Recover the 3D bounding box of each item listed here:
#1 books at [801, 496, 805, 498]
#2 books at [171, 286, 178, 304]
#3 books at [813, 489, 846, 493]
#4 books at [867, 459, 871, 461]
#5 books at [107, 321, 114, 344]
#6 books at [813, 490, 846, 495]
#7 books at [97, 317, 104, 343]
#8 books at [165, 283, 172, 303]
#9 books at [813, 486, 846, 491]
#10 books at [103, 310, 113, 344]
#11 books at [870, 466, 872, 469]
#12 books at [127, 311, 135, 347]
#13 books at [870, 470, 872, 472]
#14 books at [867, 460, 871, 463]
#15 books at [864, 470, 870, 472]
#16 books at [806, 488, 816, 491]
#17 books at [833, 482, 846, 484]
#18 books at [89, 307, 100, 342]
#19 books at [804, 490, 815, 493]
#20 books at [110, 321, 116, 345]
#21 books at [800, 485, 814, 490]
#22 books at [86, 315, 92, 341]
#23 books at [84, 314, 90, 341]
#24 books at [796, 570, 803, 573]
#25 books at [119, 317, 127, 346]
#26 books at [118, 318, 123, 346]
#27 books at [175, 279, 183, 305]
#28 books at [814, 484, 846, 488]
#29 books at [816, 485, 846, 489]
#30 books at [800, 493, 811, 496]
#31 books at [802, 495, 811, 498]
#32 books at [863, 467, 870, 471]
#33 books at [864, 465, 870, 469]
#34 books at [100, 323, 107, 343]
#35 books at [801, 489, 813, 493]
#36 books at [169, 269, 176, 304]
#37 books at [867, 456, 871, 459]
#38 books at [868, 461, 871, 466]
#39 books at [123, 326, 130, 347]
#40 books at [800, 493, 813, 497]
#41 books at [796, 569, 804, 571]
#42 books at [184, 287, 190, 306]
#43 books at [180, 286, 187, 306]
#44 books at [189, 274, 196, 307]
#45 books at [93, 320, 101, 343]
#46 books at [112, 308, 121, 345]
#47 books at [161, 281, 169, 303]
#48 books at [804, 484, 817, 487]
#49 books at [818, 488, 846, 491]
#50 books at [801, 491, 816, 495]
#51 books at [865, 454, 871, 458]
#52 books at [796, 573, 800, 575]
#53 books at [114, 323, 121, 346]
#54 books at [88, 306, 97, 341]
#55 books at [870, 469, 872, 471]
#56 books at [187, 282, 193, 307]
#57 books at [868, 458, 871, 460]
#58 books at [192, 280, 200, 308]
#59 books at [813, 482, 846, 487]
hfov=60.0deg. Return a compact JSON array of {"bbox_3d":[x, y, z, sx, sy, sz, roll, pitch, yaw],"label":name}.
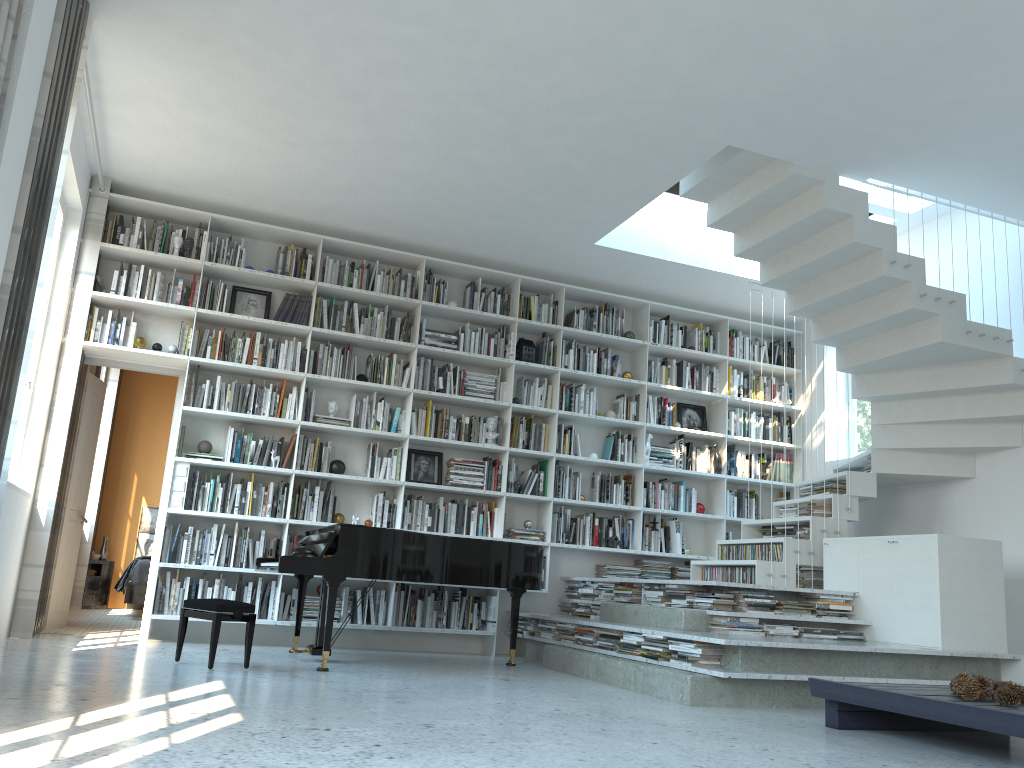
[{"bbox_3d":[2.503,0.918,7.239,0.152,0.005,0.293,6,-13,-8],"label":"books"},{"bbox_3d":[-2.542,-0.630,6.671,0.031,0.182,0.151,9,-13,-20],"label":"books"},{"bbox_3d":[2.510,0.848,6.948,0.187,0.009,0.261,6,-13,-10],"label":"books"},{"bbox_3d":[2.848,0.581,6.701,0.285,0.007,0.160,3,-13,5],"label":"books"},{"bbox_3d":[-2.928,-0.342,6.474,0.023,0.213,0.141,9,-13,-20],"label":"books"},{"bbox_3d":[2.501,0.858,6.944,0.191,0.014,0.244,6,-13,-7],"label":"books"},{"bbox_3d":[-2.982,-0.360,6.428,0.010,0.219,0.181,9,-13,-20],"label":"books"},{"bbox_3d":[-2.584,-0.642,6.667,0.029,0.197,0.144,9,-13,-20],"label":"books"},{"bbox_3d":[2.512,0.827,6.953,0.176,0.007,0.255,7,-13,-12],"label":"books"},{"bbox_3d":[-2.941,-0.381,6.458,0.022,0.281,0.157,9,-13,-20],"label":"books"},{"bbox_3d":[2.845,0.627,6.682,0.238,0.018,0.174,2,-13,6],"label":"books"},{"bbox_3d":[-2.799,-0.369,6.507,0.013,0.298,0.179,9,-13,-20],"label":"books"},{"bbox_3d":[2.843,0.654,6.677,0.241,0.008,0.168,2,-13,7],"label":"books"},{"bbox_3d":[2.848,0.587,6.697,0.290,0.006,0.149,2,-13,8],"label":"books"},{"bbox_3d":[2.880,0.678,6.925,0.170,0.010,0.234,4,-13,-1],"label":"books"},{"bbox_3d":[2.519,0.873,7.251,0.136,0.017,0.298,5,-13,-4],"label":"books"},{"bbox_3d":[2.537,0.791,6.966,0.134,0.007,0.298,7,-13,-11],"label":"books"},{"bbox_3d":[-3.022,-0.396,6.420,0.023,0.281,0.171,9,-13,-20],"label":"books"},{"bbox_3d":[2.498,0.888,7.245,0.162,0.008,0.290,4,-13,-2],"label":"books"},{"bbox_3d":[-2.905,-0.340,6.460,0.011,0.205,0.163,9,-13,-20],"label":"books"},{"bbox_3d":[2.494,0.855,7.251,0.190,0.015,0.231,5,-13,-6],"label":"books"},{"bbox_3d":[-3.053,-0.372,6.403,0.013,0.221,0.163,9,-13,-20],"label":"books"},{"bbox_3d":[-3.064,-0.376,6.398,0.013,0.227,0.179,9,-13,-20],"label":"books"},{"bbox_3d":[2.572,1.659,7.805,0.177,0.025,0.130,8,-14,-17],"label":"books"},{"bbox_3d":[-2.836,-0.350,6.465,0.021,0.236,0.189,9,-13,-20],"label":"books"},{"bbox_3d":[-2.860,-0.346,6.482,0.010,0.233,0.165,9,-13,-20],"label":"books"},{"bbox_3d":[-2.505,-0.653,6.666,0.029,0.228,0.191,9,-13,-20],"label":"books"},{"bbox_3d":[2.517,0.808,6.958,0.174,0.009,0.240,7,-13,-11],"label":"books"},{"bbox_3d":[2.526,0.819,6.958,0.144,0.011,0.257,7,-13,-13],"label":"books"},{"bbox_3d":[2.493,0.906,7.241,0.170,0.006,0.269,6,-13,-9],"label":"books"},{"bbox_3d":[2.494,0.928,7.236,0.166,0.018,0.265,4,-13,-2],"label":"books"},{"bbox_3d":[2.880,0.658,6.930,0.192,0.006,0.299,3,-13,4],"label":"books"},{"bbox_3d":[2.879,0.648,6.932,0.182,0.016,0.199,4,-13,0],"label":"books"},{"bbox_3d":[-2.974,-0.335,6.454,0.029,0.184,0.135,9,-13,-20],"label":"books"},{"bbox_3d":[2.497,0.882,7.246,0.168,0.005,0.292,4,-13,-3],"label":"books"},{"bbox_3d":[-2.553,-0.695,6.662,0.012,0.302,0.189,9,-13,-20],"label":"books"},{"bbox_3d":[2.849,0.556,6.695,0.266,0.008,0.164,4,-13,-1],"label":"books"},{"bbox_3d":[2.842,0.598,6.684,0.262,0.023,0.200,2,-13,6],"label":"books"},{"bbox_3d":[-2.829,-0.316,6.506,0.029,0.191,0.134,9,-13,-20],"label":"books"},{"bbox_3d":[2.495,0.912,7.239,0.184,0.006,0.263,5,-13,-5],"label":"books"},{"bbox_3d":[2.580,1.637,7.793,0.242,0.013,0.166,9,-14,-22],"label":"books"},{"bbox_3d":[-2.459,-0.622,6.694,0.026,0.187,0.154,9,-13,-20],"label":"books"},{"bbox_3d":[-2.489,-0.627,6.699,0.029,0.195,0.146,9,-13,-20],"label":"books"},{"bbox_3d":[-2.425,-0.668,6.719,0.014,0.293,0.173,9,-13,-20],"label":"books"},{"bbox_3d":[-3.003,-0.350,6.427,0.029,0.196,0.160,9,-13,-20],"label":"books"},{"bbox_3d":[-2.884,-0.386,6.458,0.013,0.296,0.187,9,-13,-20],"label":"books"},{"bbox_3d":[-2.607,-0.655,6.651,0.028,0.211,0.139,9,-13,-20],"label":"books"},{"bbox_3d":[2.505,0.841,7.256,0.165,0.014,0.236,5,-13,-3],"label":"books"},{"bbox_3d":[2.522,0.838,6.953,0.154,0.014,0.197,6,-13,-7],"label":"books"},{"bbox_3d":[2.494,0.897,7.242,0.171,0.011,0.232,6,-13,-9],"label":"books"},{"bbox_3d":[2.851,0.552,6.710,0.300,0.007,0.159,3,-13,4],"label":"books"},{"bbox_3d":[2.572,1.677,7.798,0.184,0.013,0.135,10,-14,-23],"label":"books"},{"bbox_3d":[-2.875,-0.330,6.466,0.024,0.192,0.181,9,-13,-20],"label":"books"},{"bbox_3d":[-3.046,-0.405,6.437,0.013,0.302,0.135,9,-13,-20],"label":"books"},{"bbox_3d":[2.843,0.642,6.678,0.223,0.015,0.180,3,-13,3],"label":"books"},{"bbox_3d":[-2.444,-0.640,6.719,0.014,0.235,0.144,9,-13,-20],"label":"books"},{"bbox_3d":[2.850,0.573,6.715,0.262,0.016,0.132,3,-13,2],"label":"books"},{"bbox_3d":[-2.408,-0.650,6.739,0.037,0.268,0.113,9,-13,-20],"label":"books"},{"bbox_3d":[2.509,0.797,6.959,0.191,0.013,0.244,6,-13,-9],"label":"books"}]
